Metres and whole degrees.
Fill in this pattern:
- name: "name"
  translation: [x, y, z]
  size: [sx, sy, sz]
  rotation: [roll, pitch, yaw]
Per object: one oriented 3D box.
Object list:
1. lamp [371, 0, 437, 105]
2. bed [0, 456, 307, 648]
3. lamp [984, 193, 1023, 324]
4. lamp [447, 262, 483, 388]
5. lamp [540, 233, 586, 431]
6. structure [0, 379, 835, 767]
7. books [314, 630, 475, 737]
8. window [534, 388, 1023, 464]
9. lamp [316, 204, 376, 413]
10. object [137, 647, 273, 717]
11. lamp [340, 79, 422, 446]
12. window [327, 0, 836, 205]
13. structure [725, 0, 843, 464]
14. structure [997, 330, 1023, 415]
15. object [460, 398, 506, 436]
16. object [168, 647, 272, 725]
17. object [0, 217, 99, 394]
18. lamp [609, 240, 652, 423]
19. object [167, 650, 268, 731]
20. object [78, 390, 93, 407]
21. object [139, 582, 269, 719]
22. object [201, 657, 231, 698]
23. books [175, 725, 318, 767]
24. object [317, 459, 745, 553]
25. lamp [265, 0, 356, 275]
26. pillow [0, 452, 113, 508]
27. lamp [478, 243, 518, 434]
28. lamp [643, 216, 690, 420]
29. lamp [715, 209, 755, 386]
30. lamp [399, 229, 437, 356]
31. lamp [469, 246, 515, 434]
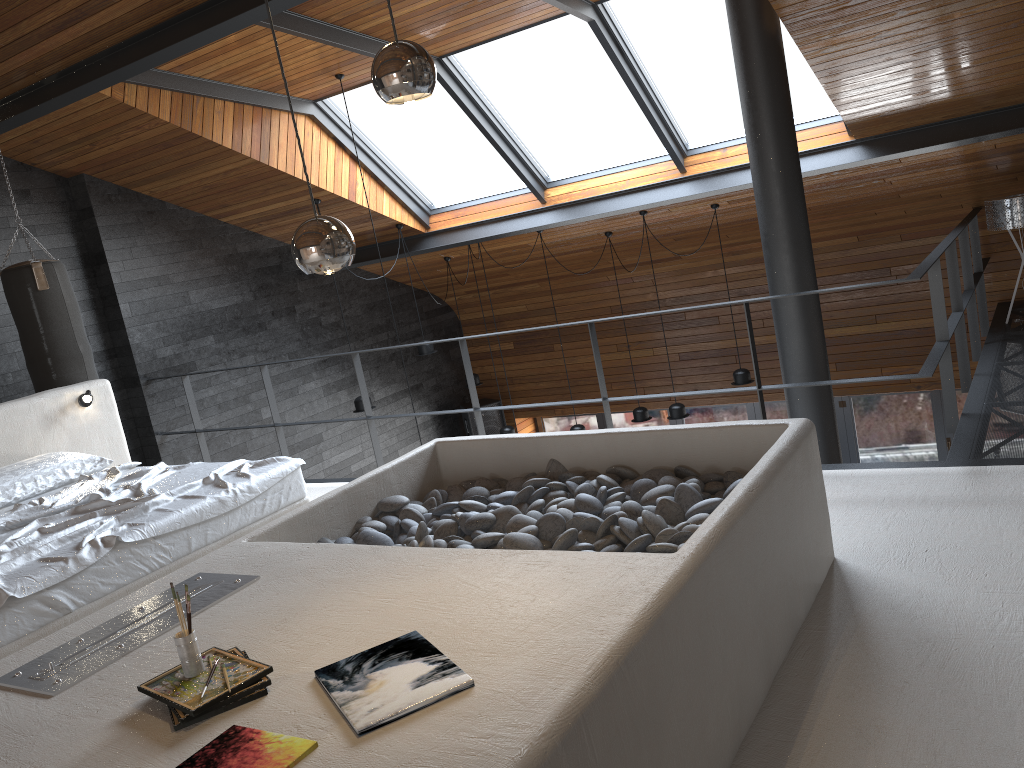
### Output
- name: "lamp"
  translation: [-0.373, -1.341, 1.868]
  size: [0.146, 1.474, 0.146]
  rotation: [-16, 10, -26]
- name: "bed"
  translation: [-2.265, 0.828, 4.172]
  size: [2.011, 0.484, 1.827]
  rotation: [-5, 11, 33]
- name: "lamp"
  translation: [4.067, -0.995, 7.030]
  size: [0.475, 1.001, 0.475]
  rotation: [-18, 11, -33]
- name: "lamp"
  translation: [-0.547, -0.650, 9.443]
  size: [0.210, 1.369, 0.210]
  rotation: [-15, 10, -19]
- name: "lamp"
  translation: [0.462, -0.459, 8.568]
  size: [0.210, 2.033, 0.210]
  rotation: [-15, 10, -19]
- name: "structure"
  translation: [-1.409, 0.642, 3.589]
  size: [4.613, 1.120, 2.635]
  rotation: [-5, 11, 32]
- name: "books"
  translation: [-0.270, 0.654, 1.973]
  size: [0.260, 0.019, 0.347]
  rotation: [-16, 10, -25]
- name: "window"
  translation: [2.849, 0.788, 10.127]
  size: [5.935, 1.521, 0.101]
  rotation: [-5, 11, 33]
- name: "lamp"
  translation: [-1.505, -0.666, 7.808]
  size: [0.210, 1.853, 0.210]
  rotation: [-15, 10, -19]
- name: "object"
  translation: [-0.727, 0.698, 2.099]
  size: [0.276, 0.013, 0.207]
  rotation: [-3, 13, 43]
- name: "lamp"
  translation: [-0.995, -0.778, 7.011]
  size: [0.210, 3.208, 0.210]
  rotation: [-18, 11, -34]
- name: "window"
  translation: [0.424, -2.223, 6.931]
  size: [3.818, 1.031, 1.213]
  rotation: [-5, 11, 33]
- name: "structure"
  translation: [1.711, 0.185, 5.258]
  size: [1.197, 5.698, 1.690]
  rotation: [-5, 11, 33]
- name: "structure"
  translation: [4.566, -0.114, 7.788]
  size: [0.488, 0.735, 0.462]
  rotation: [-13, 9, -7]
- name: "object"
  translation: [-0.257, 1.368, 11.024]
  size: [0.639, 2.298, 0.686]
  rotation: [-15, 10, -19]
- name: "object"
  translation: [-0.713, 0.708, 2.102]
  size: [0.207, 0.013, 0.276]
  rotation: [-17, 11, -32]
- name: "object"
  translation: [-3.266, -0.385, 6.291]
  size: [0.442, 1.602, 0.445]
  rotation: [-17, 11, -29]
- name: "lamp"
  translation: [1.090, -0.614, 8.634]
  size: [0.210, 2.002, 0.210]
  rotation: [-15, 10, -19]
- name: "object"
  translation: [-0.710, 0.721, 2.104]
  size: [0.207, 0.013, 0.276]
  rotation: [-16, 10, -25]
- name: "object"
  translation: [-2.628, 0.095, 5.462]
  size: [0.085, 0.106, 0.165]
  rotation: [-17, 11, -29]
- name: "object"
  translation: [-0.748, 0.592, 2.081]
  size: [0.245, 0.234, 0.301]
  rotation: [-18, 12, -36]
- name: "object"
  translation: [-0.703, 0.692, 2.087]
  size: [0.064, 0.010, 0.232]
  rotation: [-15, 10, -20]
- name: "books"
  translation: [-0.537, 0.746, 1.750]
  size: [0.251, 0.013, 0.188]
  rotation: [-5, 11, 33]
- name: "object"
  translation: [0.032, 0.563, 3.353]
  size: [1.842, 0.246, 1.436]
  rotation: [-5, 11, 32]
- name: "lamp"
  translation: [-0.598, -1.111, 1.919]
  size: [0.146, 1.771, 0.146]
  rotation: [-17, 11, -31]
- name: "pillow"
  translation: [-2.714, 0.530, 4.873]
  size: [0.509, 0.173, 0.842]
  rotation: [-5, 11, 33]
- name: "lamp"
  translation: [-0.114, -0.345, 8.563]
  size: [0.210, 2.272, 0.210]
  rotation: [-15, 10, -19]
- name: "lamp"
  translation: [1.357, -0.620, 8.074]
  size: [0.210, 1.911, 0.210]
  rotation: [-15, 10, -19]
- name: "lamp"
  translation: [1.927, -0.770, 7.870]
  size: [0.210, 1.565, 0.210]
  rotation: [-15, 10, -19]
- name: "lamp"
  translation: [-0.934, -0.876, 8.397]
  size: [0.210, 1.206, 0.210]
  rotation: [-15, 10, -19]
- name: "lamp"
  translation: [-0.233, -0.436, 8.804]
  size: [0.210, 2.035, 0.210]
  rotation: [-15, 10, -19]
